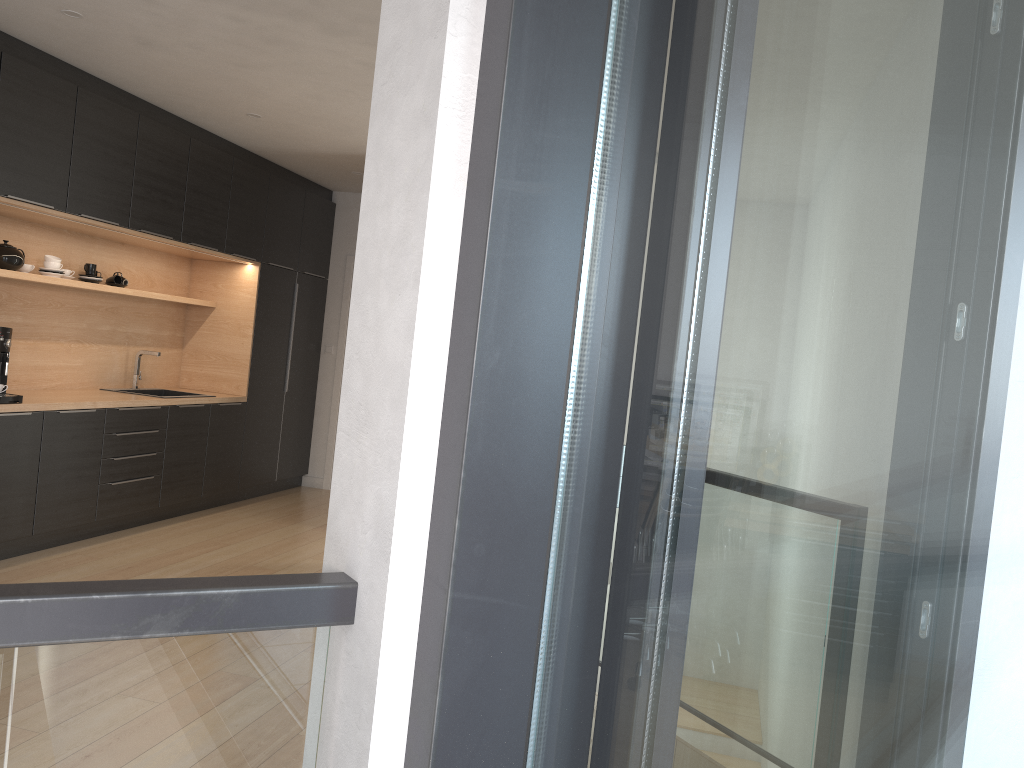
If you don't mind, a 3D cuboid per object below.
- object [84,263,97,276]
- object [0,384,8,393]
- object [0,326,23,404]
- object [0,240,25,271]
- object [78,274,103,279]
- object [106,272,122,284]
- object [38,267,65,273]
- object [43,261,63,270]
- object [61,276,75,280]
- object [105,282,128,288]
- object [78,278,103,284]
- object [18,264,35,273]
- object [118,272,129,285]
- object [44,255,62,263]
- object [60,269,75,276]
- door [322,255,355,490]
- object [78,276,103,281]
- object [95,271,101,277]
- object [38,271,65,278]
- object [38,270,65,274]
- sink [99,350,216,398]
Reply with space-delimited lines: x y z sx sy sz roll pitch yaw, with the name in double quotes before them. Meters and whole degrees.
"object" -2.710 -0.726 5.699 0.066 0.092 0.084 6 2 -18
"object" -2.707 0.029 4.626 0.099 0.057 0.095 7 2 16
"object" -2.847 -0.125 4.836 0.584 0.398 0.618 7 2 14
"object" -2.883 -0.732 5.045 0.240 0.171 0.213 5 2 -40
"object" -2.713 -0.684 5.707 0.145 0.025 0.145 7 2 27
"object" -2.679 -0.708 5.965 0.100 0.093 0.066 7 2 28
"object" -2.778 -0.681 5.352 0.145 0.025 0.145 6 2 0
"object" -2.778 -0.706 5.355 0.095 0.057 0.099 6 2 -14
"object" -2.833 -0.670 5.588 0.145 0.025 0.145 7 2 27
"object" -2.674 -0.664 5.990 0.145 0.025 0.145 7 2 16
"object" -2.716 -0.660 5.708 0.145 0.025 0.145 7 2 27
"object" -2.894 -0.683 5.268 0.099 0.057 0.095 5 2 -29
"object" -2.656 -0.713 6.024 0.100 0.093 0.066 7 2 23
"object" -2.773 -0.739 5.351 0.098 0.075 0.095 7 2 25
"object" -2.831 -0.694 5.588 0.099 0.057 0.095 7 2 11
"door" -1.138 -0.047 7.936 0.974 2.136 0.085 7 2 13
"object" -2.712 -0.672 5.710 0.145 0.025 0.145 7 2 27
"object" -2.763 -0.703 5.844 0.084 0.092 0.066 7 2 20
"object" -2.781 -0.657 5.353 0.145 0.025 0.145 6 2 0
"object" -2.781 -0.668 5.355 0.145 0.025 0.145 6 2 0
"sink" -2.507 0.035 6.325 0.512 0.518 0.626 7 2 13
